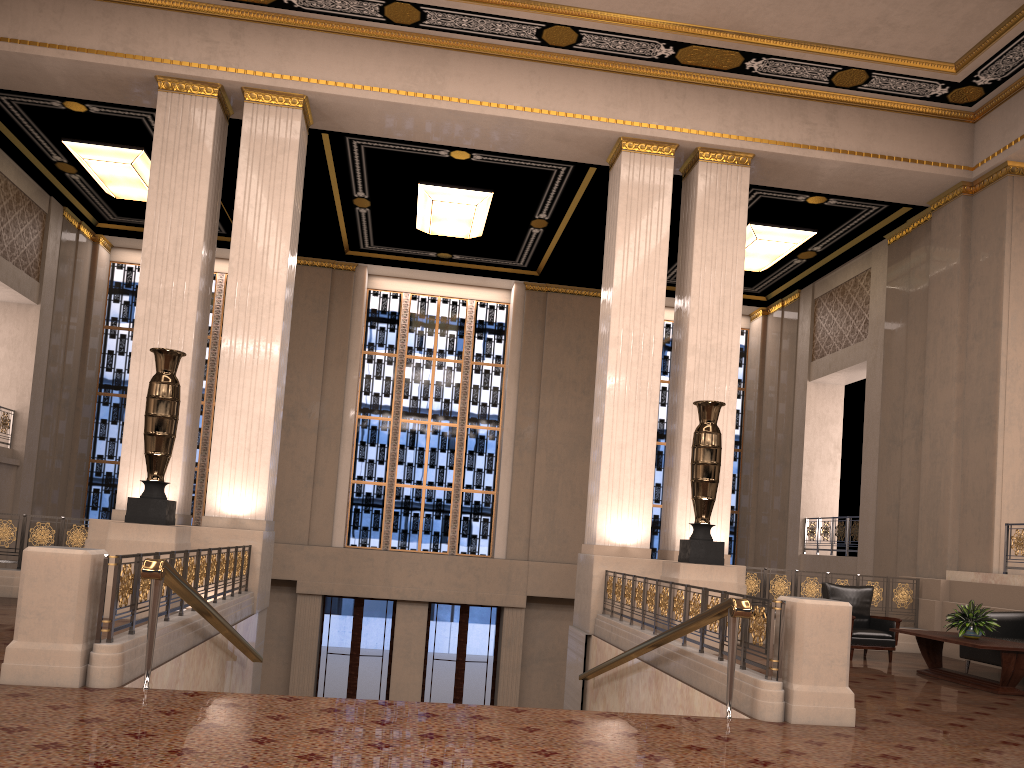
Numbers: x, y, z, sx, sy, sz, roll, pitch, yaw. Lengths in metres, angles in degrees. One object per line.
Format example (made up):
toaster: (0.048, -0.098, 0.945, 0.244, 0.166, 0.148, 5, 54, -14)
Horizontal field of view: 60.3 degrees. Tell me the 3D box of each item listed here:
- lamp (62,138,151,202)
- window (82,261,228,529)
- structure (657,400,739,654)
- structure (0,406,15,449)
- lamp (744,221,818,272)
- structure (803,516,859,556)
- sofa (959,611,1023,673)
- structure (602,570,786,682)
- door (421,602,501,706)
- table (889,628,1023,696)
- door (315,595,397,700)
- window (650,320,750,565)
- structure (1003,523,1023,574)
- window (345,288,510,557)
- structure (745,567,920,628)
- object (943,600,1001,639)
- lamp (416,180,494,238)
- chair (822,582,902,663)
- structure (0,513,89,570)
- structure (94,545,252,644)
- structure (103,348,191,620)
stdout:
lamp: (-6.202, -3.322, 14.068, 1.168, 0.212, 2.040, 5, -10, -6)
window: (-6.764, 0.330, 17.650, 2.991, 5.318, 0.070, 5, -4, -7)
structure: (2.139, 1.590, 9.937, 0.701, 2.767, 0.705, 5, -4, -7)
structure: (-8.247, 0.592, 13.708, 0.031, 0.661, 2.180, 5, -10, -6)
lamp: (4.296, -2.322, 15.350, 1.168, 0.212, 2.040, 5, -10, -6)
structure: (5.589, 2.650, 15.356, 0.031, 0.661, 2.180, 5, -10, -6)
sofa: (5.375, 2.650, 8.700, 0.876, 0.699, 1.945, 5, -9, -6)
structure: (1.440, 2.122, 8.297, 0.079, 0.531, 4.993, 5, -10, -7)
door: (-1.041, 5.720, 17.604, 1.493, 2.703, 0.156, 5, -4, -7)
table: (4.457, 2.695, 8.577, 0.839, 0.431, 1.492, 5, -10, -6)
door: (-3.108, 5.523, 17.351, 1.493, 2.703, 0.156, 5, -4, -7)
window: (3.509, 1.308, 18.904, 2.991, 5.318, 0.070, 5, -4, -7)
structure: (6.250, 1.703, 8.931, 0.032, 0.618, 3.737, 5, -10, -6)
window: (-1.715, 0.811, 18.267, 2.991, 5.318, 0.070, 5, -4, -7)
structure: (4.142, 2.792, 11.541, 2.537, 0.650, 0.032, 5, -4, -7)
object: (4.474, 2.289, 8.587, 0.501, 0.373, 0.531, 0, -9, 25)
lamp: (-0.998, -2.826, 14.704, 1.168, 0.212, 2.040, 5, -10, -6)
chair: (4.028, 2.759, 10.231, 0.649, 0.837, 0.724, 5, -7, -12)
structure: (-6.191, 1.808, 10.280, 2.537, 0.650, 0.032, 5, -4, -7)
structure: (-2.747, 1.723, 7.786, 0.079, 0.531, 4.995, 5, -10, -6)
structure: (-3.727, 1.032, 9.221, 0.701, 2.767, 0.705, 5, -4, -7)
